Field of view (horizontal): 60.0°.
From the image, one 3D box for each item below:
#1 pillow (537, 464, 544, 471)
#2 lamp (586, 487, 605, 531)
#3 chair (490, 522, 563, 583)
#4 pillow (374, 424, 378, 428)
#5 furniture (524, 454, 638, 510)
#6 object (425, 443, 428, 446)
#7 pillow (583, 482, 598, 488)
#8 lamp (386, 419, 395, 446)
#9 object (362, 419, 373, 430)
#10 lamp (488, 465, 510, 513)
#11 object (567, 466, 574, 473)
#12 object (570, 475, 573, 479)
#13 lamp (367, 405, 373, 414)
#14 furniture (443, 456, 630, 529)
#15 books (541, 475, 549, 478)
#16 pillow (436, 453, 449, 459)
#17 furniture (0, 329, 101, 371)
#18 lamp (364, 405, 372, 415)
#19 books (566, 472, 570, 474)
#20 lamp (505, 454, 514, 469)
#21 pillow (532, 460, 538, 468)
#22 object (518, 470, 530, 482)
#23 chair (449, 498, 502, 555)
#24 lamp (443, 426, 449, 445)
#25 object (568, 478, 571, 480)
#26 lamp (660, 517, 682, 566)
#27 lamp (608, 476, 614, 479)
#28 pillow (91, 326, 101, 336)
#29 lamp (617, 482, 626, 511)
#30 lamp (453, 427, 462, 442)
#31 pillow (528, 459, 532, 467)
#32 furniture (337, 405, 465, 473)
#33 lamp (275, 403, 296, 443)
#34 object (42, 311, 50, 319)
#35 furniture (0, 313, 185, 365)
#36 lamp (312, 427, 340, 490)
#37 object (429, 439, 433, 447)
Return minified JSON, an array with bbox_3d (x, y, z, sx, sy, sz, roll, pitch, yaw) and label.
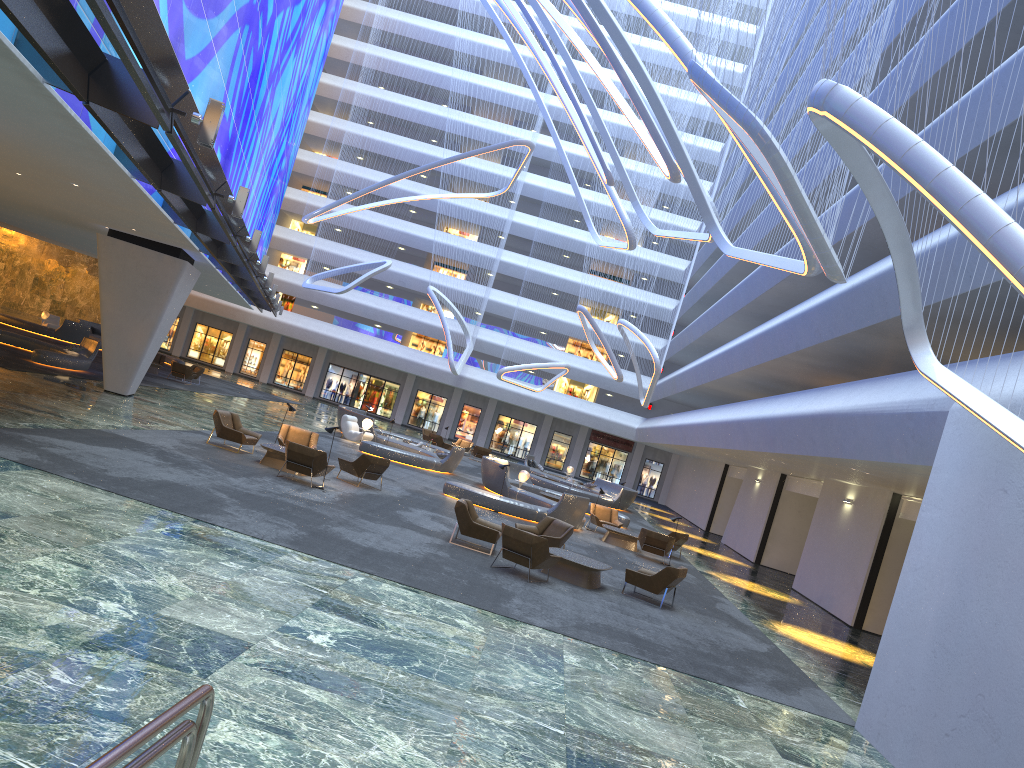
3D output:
[{"bbox_3d":[1.381,4.302,46.116,0.870,0.280,0.688,15,-3,41],"label":"pillow"},{"bbox_3d":[2.449,3.657,25.916,0.201,1.300,0.385,17,-1,20],"label":"lamp"},{"bbox_3d":[0.234,2.794,14.648,0.925,0.766,0.943,16,-2,30],"label":"chair"},{"bbox_3d":[-5.966,1.767,37.684,0.445,0.207,0.443,18,-2,-35],"label":"pillow"},{"bbox_3d":[3.089,4.695,42.661,5.185,0.969,9.934,17,-2,0],"label":"furniture"},{"bbox_3d":[-3.480,2.487,36.169,0.071,0.118,0.152,17,-2,14],"label":"object"},{"bbox_3d":[3.754,4.841,42.392,0.696,0.262,0.873,18,-3,-34],"label":"pillow"},{"bbox_3d":[-4.313,1.825,31.052,0.202,1.300,0.383,17,-1,-21],"label":"lamp"},{"bbox_3d":[-5.148,1.431,31.541,0.367,0.387,0.317,17,-1,-14],"label":"object"},{"bbox_3d":[-0.337,2.699,23.189,0.383,1.300,0.202,17,-1,21],"label":"lamp"},{"bbox_3d":[3.145,4.637,47.903,0.367,0.387,0.317,17,-1,-14],"label":"object"},{"bbox_3d":[3.041,4.770,45.277,0.131,0.252,0.103,17,-1,-14],"label":"object"},{"bbox_3d":[-6.329,1.532,38.603,0.203,1.300,0.382,17,-1,-43],"label":"lamp"},{"bbox_3d":[0.585,3.312,27.752,5.169,0.969,9.965,16,-2,20],"label":"furniture"},{"bbox_3d":[1.505,4.245,40.876,0.394,0.039,0.302,16,-2,17],"label":"books"},{"bbox_3d":[-2.213,2.556,30.979,0.691,0.262,0.879,16,-2,12],"label":"pillow"},{"bbox_3d":[-17.614,-2.188,27.973,9.895,0.969,5.205,16,-2,20],"label":"furniture"},{"bbox_3d":[-6.031,1.522,36.209,0.384,1.300,0.202,17,0,-4],"label":"lamp"},{"bbox_3d":[2.964,4.677,46.592,0.190,0.022,0.133,18,-3,-36],"label":"books"},{"bbox_3d":[-0.234,3.076,31.438,0.383,1.300,0.202,17,-1,21],"label":"lamp"},{"bbox_3d":[1.195,4.139,45.838,0.314,0.386,0.787,16,-2,19],"label":"pillow"},{"bbox_3d":[0.389,2.989,28.741,0.366,0.387,0.319,17,-1,11],"label":"object"},{"bbox_3d":[-0.633,2.593,16.110,0.938,0.766,0.931,17,-2,5],"label":"chair"},{"bbox_3d":[-3.220,2.616,42.010,0.203,1.300,0.382,17,-1,-34],"label":"lamp"},{"bbox_3d":[3.044,4.888,45.314,0.381,0.038,0.381,17,-2,-5],"label":"object"},{"bbox_3d":[4.084,4.023,22.853,0.383,1.300,0.202,17,-1,21],"label":"lamp"},{"bbox_3d":[4.610,5.005,42.446,0.384,1.300,0.202,17,0,3],"label":"lamp"},{"bbox_3d":[-21.777,-2.764,46.484,0.314,0.386,0.787,16,-2,20],"label":"pillow"},{"bbox_3d":[4.674,4.853,38.388,0.203,1.300,0.382,17,-1,-37],"label":"lamp"},{"bbox_3d":[-2.870,2.869,45.494,0.386,1.300,0.201,17,-1,-35],"label":"lamp"},{"bbox_3d":[0.987,4.100,45.815,0.294,0.368,0.771,17,-2,16],"label":"pillow"},{"bbox_3d":[-4.469,2.032,33.738,5.189,0.969,9.926,17,-2,-4],"label":"furniture"},{"bbox_3d":[-5.359,1.076,20.746,0.201,1.300,0.385,17,-1,20],"label":"lamp"},{"bbox_3d":[-22.075,-3.256,41.930,0.366,0.387,0.319,17,-1,11],"label":"object"},{"bbox_3d":[-20.594,-2.435,43.592,5.169,0.969,9.965,16,-2,21],"label":"furniture"},{"bbox_3d":[-3.724,1.442,17.682,0.383,1.300,0.202,17,-1,21],"label":"lamp"},{"bbox_3d":[-3.323,2.414,36.253,0.066,0.355,0.076,17,-1,-29],"label":"object"}]
